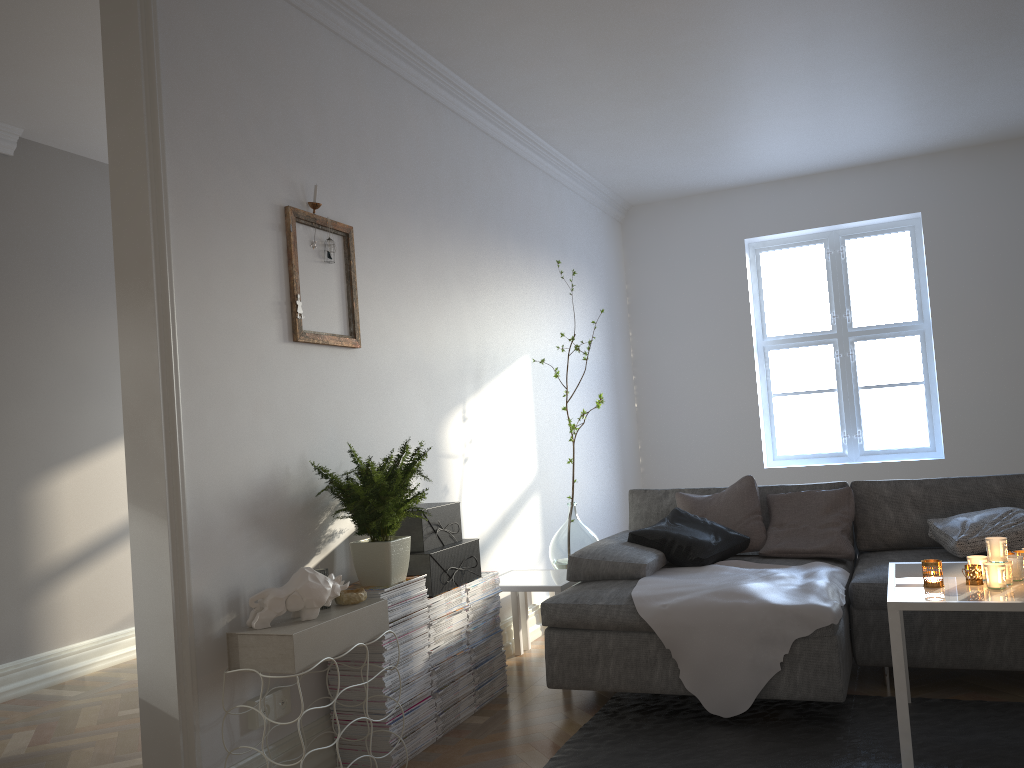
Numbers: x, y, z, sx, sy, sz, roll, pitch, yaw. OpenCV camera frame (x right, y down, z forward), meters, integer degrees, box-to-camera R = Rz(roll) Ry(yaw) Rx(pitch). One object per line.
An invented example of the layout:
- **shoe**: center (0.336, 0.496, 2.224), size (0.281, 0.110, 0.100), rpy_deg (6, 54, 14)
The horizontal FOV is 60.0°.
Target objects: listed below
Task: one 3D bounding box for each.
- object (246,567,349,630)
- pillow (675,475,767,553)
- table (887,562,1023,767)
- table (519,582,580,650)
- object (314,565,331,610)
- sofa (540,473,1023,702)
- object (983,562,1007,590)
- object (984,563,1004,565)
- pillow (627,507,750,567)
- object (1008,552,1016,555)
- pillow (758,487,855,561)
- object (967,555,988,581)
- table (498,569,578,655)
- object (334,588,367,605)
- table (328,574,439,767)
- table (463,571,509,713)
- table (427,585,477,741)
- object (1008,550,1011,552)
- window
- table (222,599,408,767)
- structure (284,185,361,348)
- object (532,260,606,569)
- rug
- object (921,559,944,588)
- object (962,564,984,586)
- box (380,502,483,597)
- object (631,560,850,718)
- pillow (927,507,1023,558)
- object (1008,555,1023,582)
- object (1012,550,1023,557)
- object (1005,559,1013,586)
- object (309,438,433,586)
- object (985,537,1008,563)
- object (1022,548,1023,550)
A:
- **object**: center (-0.630, 0.622, 2.626), size (0.311, 0.150, 0.137), rpy_deg (-2, -4, -37)
- **pillow**: center (1.018, 0.653, 4.295), size (0.430, 0.402, 0.324), rpy_deg (-5, -3, 11)
- **table**: center (1.566, 0.866, 2.777), size (0.675, 0.504, 0.715), rpy_deg (-6, -3, 23)
- **table**: center (0.323, 1.155, 4.540), size (0.423, 0.319, 0.437), rpy_deg (-6, -3, 23)
- **object**: center (-0.617, 0.639, 2.806), size (0.062, 0.134, 0.123), rpy_deg (-3, -3, -26)
- **sofa**: center (1.603, 0.804, 3.593), size (2.633, 0.772, 1.555), rpy_deg (-6, -3, 23)
- **object**: center (1.457, 0.578, 2.672), size (0.060, 0.073, 0.060), rpy_deg (-4, -3, 3)
- **object**: center (1.457, 0.576, 2.672), size (0.056, 0.066, 0.056), rpy_deg (-4, -3, -15)
- **pillow**: center (0.799, 0.701, 4.005), size (0.402, 0.248, 0.421), rpy_deg (-7, -4, 44)
- **object**: center (1.580, 0.579, 2.833), size (0.060, 0.073, 0.060), rpy_deg (-2, -4, -42)
- **pillow**: center (1.360, 0.645, 4.086), size (0.415, 0.311, 0.337), rpy_deg (-6, -3, 29)
- **object**: center (1.480, 0.585, 2.814), size (0.060, 0.073, 0.060), rpy_deg (-2, -4, -42)
- **table**: center (0.119, 1.097, 4.080), size (0.423, 0.411, 0.437), rpy_deg (-6, -3, 23)
- **object**: center (-0.514, 0.677, 2.831), size (0.104, 0.046, 0.099), rpy_deg (-3, -3, -20)
- **table**: center (-0.450, 0.986, 3.086), size (0.247, 0.596, 0.321), rpy_deg (-5, -3, 23)
- **table**: center (-0.199, 1.049, 3.656), size (0.247, 0.499, 0.327), rpy_deg (-5, -3, 23)
- **table**: center (-0.324, 1.042, 3.367), size (0.247, 0.499, 0.327), rpy_deg (-5, -3, 23)
- **object**: center (1.621, 0.584, 2.923), size (0.047, 0.068, 0.054), rpy_deg (-4, -3, -16)
- **window**: center (2.439, -0.280, 6.552), size (1.201, 1.708, 0.077), rpy_deg (-5, -3, 23)
- **table**: center (-0.588, 0.985, 2.676), size (0.299, 0.575, 0.553), rpy_deg (-5, -3, 24)
- **structure**: center (-0.676, -0.427, 3.207), size (0.053, 0.574, 0.398), rpy_deg (-5, -3, 21)
- **object**: center (0.344, 0.148, 4.423), size (0.340, 1.673, 0.776), rpy_deg (-4, -3, -17)
- **rug**: center (0.963, 1.127, 2.319), size (2.016, 0.055, 2.112), rpy_deg (-6, -4, 23)
- **object**: center (1.313, 0.592, 2.768), size (0.060, 0.079, 0.060), rpy_deg (-5, -3, 18)
- **object**: center (1.433, 0.592, 2.752), size (0.050, 0.058, 0.052), rpy_deg (-4, -3, -7)
- **box**: center (-0.307, 0.638, 3.490), size (0.298, 0.315, 0.419), rpy_deg (-6, -3, 23)
- **object**: center (0.882, 0.955, 3.427), size (0.812, 0.437, 0.726), rpy_deg (-6, -3, 22)
- **pillow**: center (1.980, 0.617, 3.653), size (0.404, 0.194, 0.406), rpy_deg (-5, -3, 10)
- **object**: center (1.566, 0.576, 2.768), size (0.060, 0.073, 0.060), rpy_deg (-3, -3, -21)
- **object**: center (1.643, 0.575, 2.849), size (0.060, 0.073, 0.060), rpy_deg (-2, -4, -42)
- **object**: center (1.504, 0.578, 2.720), size (0.060, 0.073, 0.060), rpy_deg (-4, -3, 3)
- **object**: center (-0.460, 0.453, 3.094), size (0.368, 0.526, 0.438), rpy_deg (-5, -3, 23)
- **object**: center (1.475, 0.505, 2.697), size (0.060, 0.073, 0.060), rpy_deg (-7, -4, 39)
- **object**: center (1.698, 0.573, 2.888), size (0.060, 0.073, 0.060), rpy_deg (-4, -3, -15)
